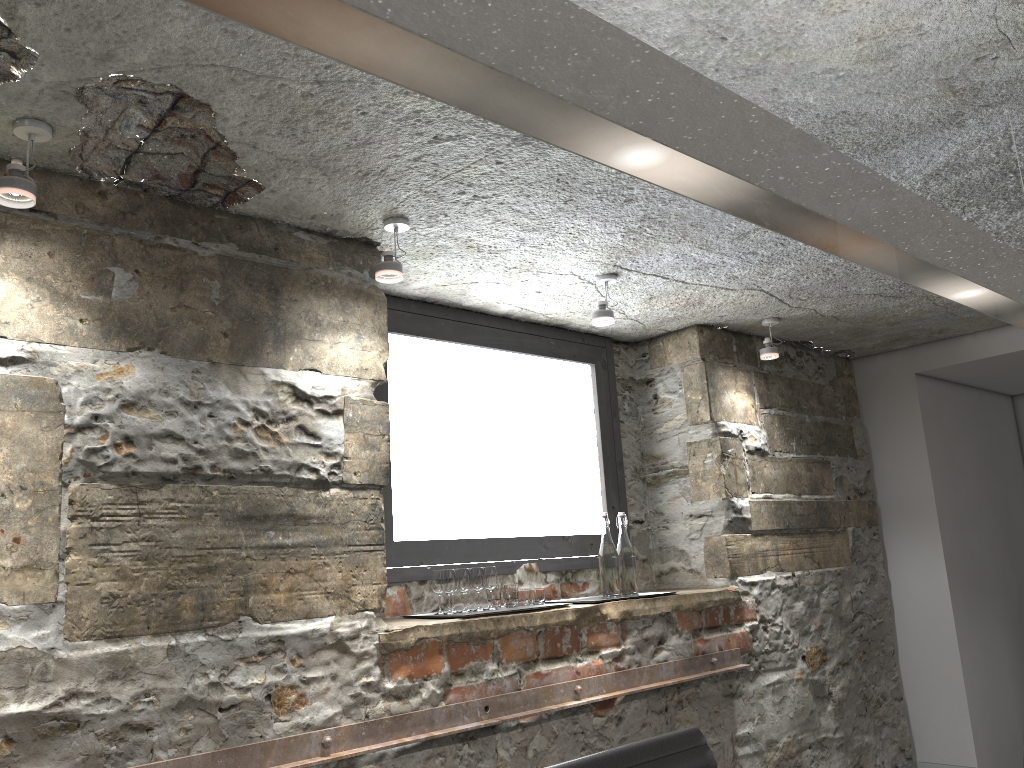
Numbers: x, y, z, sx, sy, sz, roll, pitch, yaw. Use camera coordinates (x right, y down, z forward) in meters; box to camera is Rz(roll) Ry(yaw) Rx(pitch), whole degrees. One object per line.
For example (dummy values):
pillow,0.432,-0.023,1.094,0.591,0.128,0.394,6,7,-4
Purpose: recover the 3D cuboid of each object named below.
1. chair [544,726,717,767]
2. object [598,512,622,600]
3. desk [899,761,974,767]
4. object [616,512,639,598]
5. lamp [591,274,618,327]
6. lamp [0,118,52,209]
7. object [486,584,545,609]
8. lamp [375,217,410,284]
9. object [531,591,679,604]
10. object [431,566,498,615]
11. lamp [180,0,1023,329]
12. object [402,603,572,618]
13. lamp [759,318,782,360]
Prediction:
chair,0.442,1.091,1.526,0.667,0.837,0.693,-13,-15,37
object,0.339,0.605,3.128,0.073,0.300,0.073,-7,-12,15
desk,0.103,0.985,0.586,3.154,0.711,0.909,7,-16,-42
object,0.407,0.614,3.191,0.073,0.300,0.073,-7,-12,15
lamp,0.313,-0.283,2.996,0.098,0.165,0.077,-2,-12,-10
lamp,-0.989,-0.446,1.794,0.098,0.165,0.077,-2,-12,-10
object,0.008,0.684,2.870,0.191,0.072,0.111,5,-14,-35
lamp,-0.324,-0.363,2.407,0.098,0.165,0.077,-2,-12,-10
object,0.335,0.764,3.172,0.457,0.007,0.310,7,-16,-42
object,-0.147,0.634,2.725,0.218,0.131,0.108,8,-16,-44
lamp,0.000,-0.515,0.898,3.159,0.524,0.073,7,-16,-42
object,-0.077,0.713,2.791,0.457,0.007,0.310,7,-16,-42
lamp,1.076,-0.188,3.700,0.098,0.165,0.077,-2,-12,-10
